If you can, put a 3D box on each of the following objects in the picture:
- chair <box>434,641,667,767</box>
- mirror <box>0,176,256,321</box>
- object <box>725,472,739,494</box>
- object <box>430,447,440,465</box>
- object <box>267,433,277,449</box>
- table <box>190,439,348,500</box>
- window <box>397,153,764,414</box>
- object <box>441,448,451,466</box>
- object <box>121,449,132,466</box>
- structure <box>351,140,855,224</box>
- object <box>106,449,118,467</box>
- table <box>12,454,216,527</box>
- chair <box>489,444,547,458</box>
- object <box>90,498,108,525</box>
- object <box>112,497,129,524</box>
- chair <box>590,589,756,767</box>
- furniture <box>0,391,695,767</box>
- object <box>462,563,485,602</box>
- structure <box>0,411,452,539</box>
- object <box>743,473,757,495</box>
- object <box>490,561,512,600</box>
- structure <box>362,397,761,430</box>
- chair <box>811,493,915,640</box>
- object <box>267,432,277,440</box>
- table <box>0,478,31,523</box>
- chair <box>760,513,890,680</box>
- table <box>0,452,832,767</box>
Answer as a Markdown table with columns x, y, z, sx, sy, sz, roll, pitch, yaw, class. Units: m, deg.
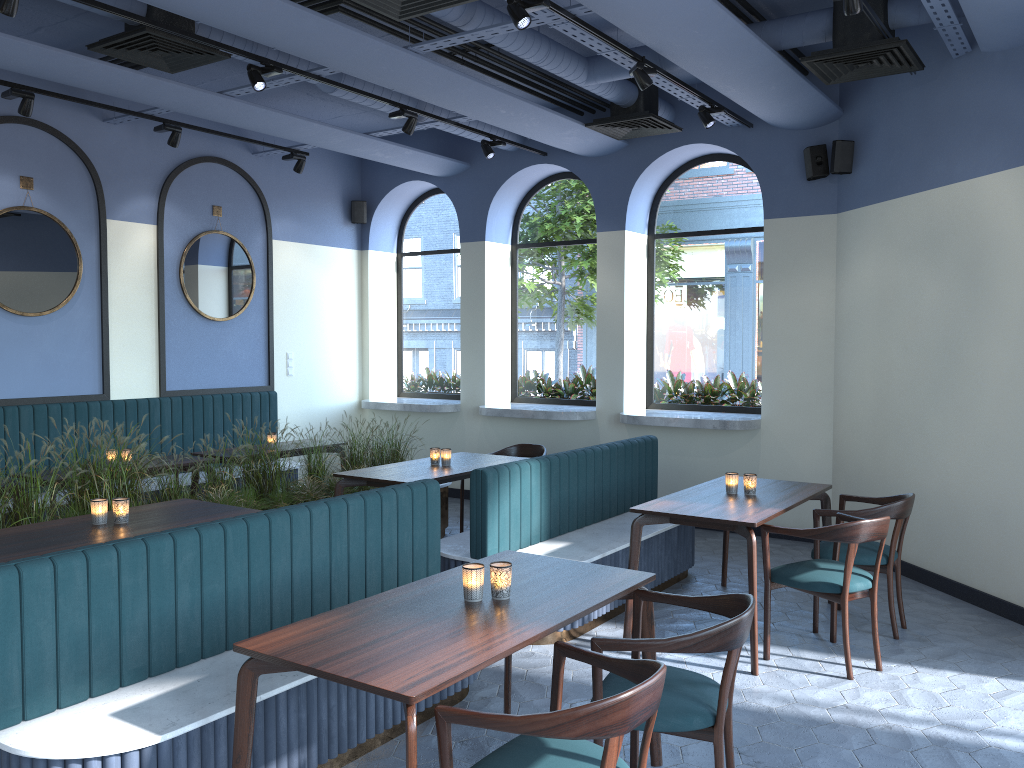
| x | y | z | sx | sy | sz | roll | pitch | yaw | class |
| --- | --- | --- | --- | --- | --- | --- | --- | --- | --- |
| 0.145 | 1.139 | 2.426 | 0.525 | 0.793 | 0.618 | 2 | 3 | 33 | chair |
| -3.761 | -1.075 | 6.964 | 0.026 | 1.089 | 4.357 | 2 | 3 | 34 | mirror |
| 1.302 | 0.588 | 5.250 | 0.078 | 0.120 | 0.078 | -2 | 3 | -39 | object |
| -0.561 | 0.528 | 6.472 | 0.078 | 0.120 | 0.078 | -2 | 3 | -39 | object |
| -2.017 | 0.479 | 7.449 | 0.078 | 0.120 | 0.078 | 1 | 3 | 17 | object |
| -2.025 | 0.913 | 7.538 | 0.548 | 0.755 | 1.332 | 2 | 3 | 34 | table |
| 1.242 | -0.705 | 3.520 | 3.897 | 2.394 | 14.212 | 0 | 3 | -5 | window |
| -0.477 | 0.530 | 6.421 | 0.078 | 0.120 | 0.078 | -2 | 3 | -39 | object |
| -2.771 | 0.529 | 6.380 | 0.078 | 0.120 | 0.078 | 1 | 3 | 17 | object |
| -2.271 | -1.601 | 3.283 | 7.261 | 0.268 | 13.143 | 1 | 3 | 17 | structure |
| -2.866 | 0.530 | 6.356 | 0.078 | 0.120 | 0.078 | 1 | 3 | 17 | object |
| -2.809 | 0.966 | 6.380 | 0.548 | 0.755 | 1.332 | 2 | 3 | 34 | table |
| 0.025 | 0.911 | 7.275 | 0.618 | 0.793 | 0.525 | 2 | 3 | 33 | chair |
| -2.021 | 0.625 | 4.345 | 0.078 | 0.120 | 0.078 | 1 | 3 | 17 | object |
| -1.926 | 0.624 | 4.368 | 0.078 | 0.120 | 0.078 | 1 | 3 | 17 | object |
| 0.553 | 1.111 | 3.025 | 0.525 | 0.793 | 0.618 | 1 | 3 | 20 | chair |
| -1.832 | 0.800 | 5.743 | 4.703 | 1.150 | 4.800 | 2 | 3 | 34 | furniture |
| -0.134 | 0.688 | 3.070 | 0.078 | 0.120 | 0.078 | 1 | 3 | 17 | object |
| -2.114 | 0.762 | 5.932 | 1.143 | 1.207 | 4.878 | 2 | 3 | 35 | structure |
| 1.397 | 0.590 | 5.206 | 0.078 | 0.120 | 0.078 | -2 | 3 | -39 | object |
| -0.039 | 0.687 | 3.093 | 0.078 | 0.120 | 0.078 | 1 | 3 | 17 | object |
| 1.022 | 0.522 | 3.540 | 4.315 | 0.080 | 14.155 | 0 | 3 | -5 | structure |
| 2.034 | 1.015 | 5.130 | 0.525 | 0.793 | 0.618 | 2 | 3 | 33 | chair |
| -2.040 | 0.475 | 7.544 | 0.078 | 0.120 | 0.078 | 1 | 3 | 17 | object |
| -3.581 | 1.018 | 5.239 | 0.548 | 0.755 | 1.285 | 2 | 3 | 34 | table |
| 1.649 | 1.041 | 4.562 | 0.618 | 0.793 | 0.525 | -2 | 3 | -32 | chair |
| -1.101 | 1.158 | 2.351 | 3.997 | 0.755 | 9.778 | 1 | 3 | 18 | table |
